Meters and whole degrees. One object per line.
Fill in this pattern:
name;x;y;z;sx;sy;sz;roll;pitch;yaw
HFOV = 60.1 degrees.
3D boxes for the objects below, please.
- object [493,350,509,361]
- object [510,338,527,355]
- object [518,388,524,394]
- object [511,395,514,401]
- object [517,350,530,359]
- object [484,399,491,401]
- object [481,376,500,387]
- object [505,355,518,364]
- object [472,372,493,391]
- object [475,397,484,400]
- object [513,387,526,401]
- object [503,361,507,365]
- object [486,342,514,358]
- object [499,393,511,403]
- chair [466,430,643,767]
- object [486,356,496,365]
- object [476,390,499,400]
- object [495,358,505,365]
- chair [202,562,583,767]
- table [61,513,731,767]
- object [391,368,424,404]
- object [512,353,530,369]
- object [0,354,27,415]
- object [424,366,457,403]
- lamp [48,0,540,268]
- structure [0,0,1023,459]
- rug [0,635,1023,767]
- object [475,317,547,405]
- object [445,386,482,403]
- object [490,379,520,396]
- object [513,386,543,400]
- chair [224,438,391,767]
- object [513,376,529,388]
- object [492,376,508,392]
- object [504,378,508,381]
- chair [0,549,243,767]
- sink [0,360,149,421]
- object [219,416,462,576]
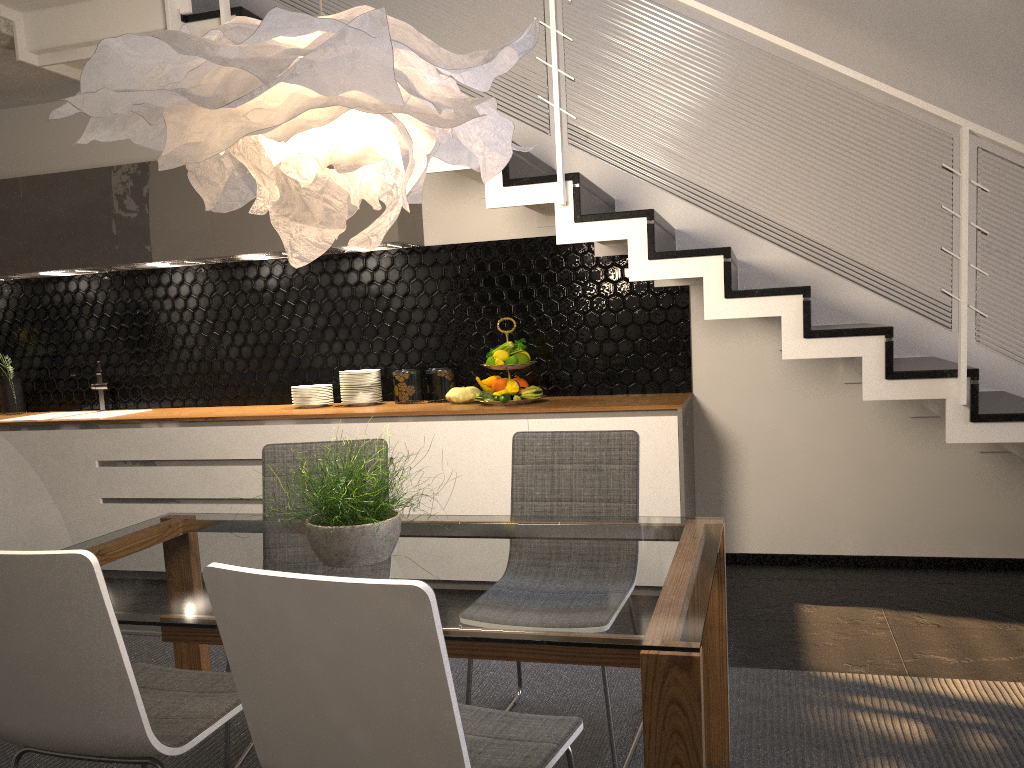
object;-0.052;-0.138;4.319;0.071;0.058;0.068;-2;5;15
object;-0.022;-0.173;4.384;0.211;0.101;0.066;0;7;31
object;0.064;0.047;4.366;0.088;0.057;0.085;-6;6;-33
object;-0.014;0.060;4.443;0.068;0.065;0.071;-8;7;-44
object;0.055;-0.135;4.402;0.059;0.069;0.078;2;8;44
object;-0.117;0.083;4.350;0.043;0.017;0.041;-7;6;-43
object;-0.110;-0.012;4.393;0.127;0.056;0.059;-2;5;17
object;-0.003;-0.110;4.268;0.060;0.055;0.058;-7;7;-40
object;-0.131;-0.006;4.412;0.125;0.121;0.061;-8;8;-41
object;-0.162;0.073;4.381;0.043;0.020;0.042;-5;5;-22
object;0.045;0.057;4.359;0.070;0.076;0.228;-2;4;7
object;-0.052;-0.105;4.401;0.075;0.062;0.100;-3;5;-2
object;-0.065;-0.165;4.346;0.180;0.082;0.056;1;7;45
object;-0.036;0.065;4.303;0.061;0.049;0.238;-3;4;-3
chair;0.144;0.634;2.704;0.475;0.925;0.598;-1;6;19
object;-0.094;-0.107;4.347;0.062;0.060;0.064;-2;5;12
object;-0.112;0.055;4.358;0.054;0.045;0.216;-6;5;-27
object;-0.059;-0.104;4.266;0.045;0.041;0.047;-5;6;-23
chair;-0.168;0.721;1.656;0.475;0.925;0.598;0;7;25
table;-0.392;0.794;2.267;1.800;0.719;0.991;-2;5;16
object;-0.554;0.011;4.736;0.171;0.186;0.171;-6;6;-25
object;0.039;-0.113;4.330;0.096;0.079;0.100;-2;5;12
object;-3.232;-0.074;5.489;0.427;0.546;0.256;2;8;40
object;-0.375;0.003;4.702;0.172;0.186;0.171;-4;6;-7
lamp;-0.573;-2.889;1.817;1.061;5.245;1.110;0;8;27
structure;-1.411;-3.000;2.525;8.462;8.363;4.207;-2;6;16
rug;-0.358;1.146;2.301;3.686;0.006;2.357;-2;4;16
object;-0.017;-0.115;4.361;0.352;0.428;0.350;-2;6;10
object;-0.243;0.054;4.546;0.197;0.084;0.188;-1;5;25
object;-0.029;0.018;4.306;0.153;0.077;0.079;-7;6;-39
object;0.085;0.046;4.316;0.151;0.073;0.076;-6;6;-36
chair;-0.614;0.670;2.775;0.475;0.925;0.598;-3;6;2
object;0.031;0.013;4.495;0.113;0.111;0.111;-4;5;-8
object;-0.055;0.007;4.325;0.085;0.093;0.086;-1;6;21
object;-0.037;0.009;4.443;0.087;0.079;0.088;-7;7;-39
chair;-0.849;0.738;1.949;0.475;0.925;0.598;-1;6;16
sink;-2.524;0.099;5.135;0.723;0.452;0.487;-2;5;16
object;-0.413;0.273;2.185;0.668;0.369;0.528;-2;5;11
